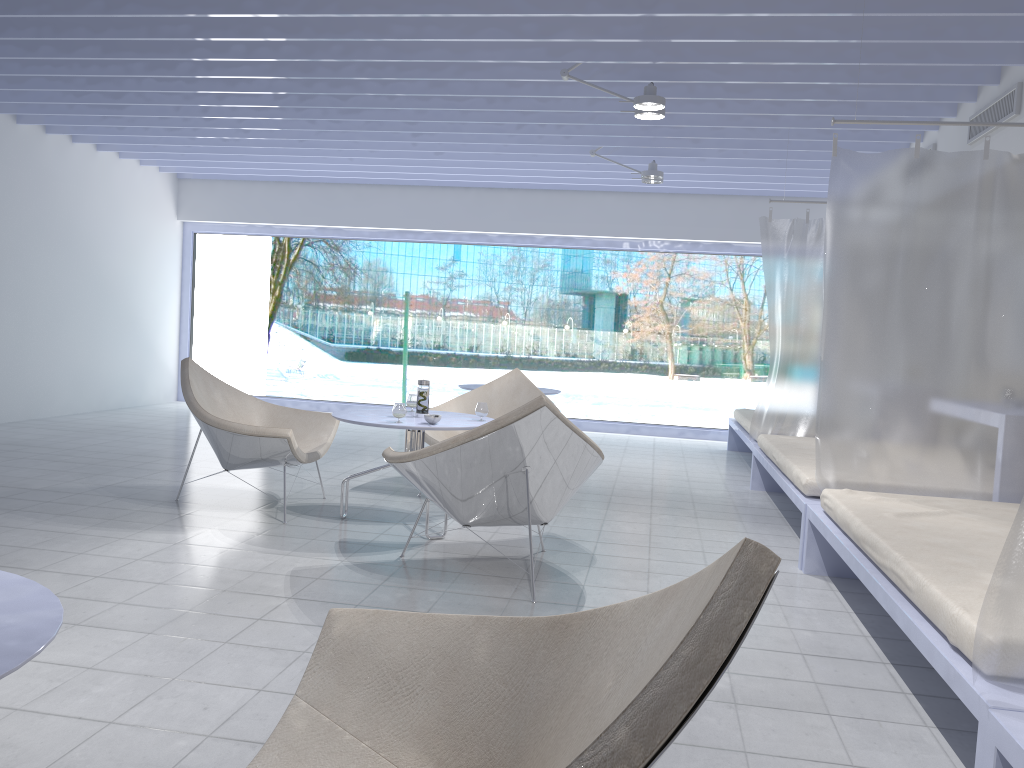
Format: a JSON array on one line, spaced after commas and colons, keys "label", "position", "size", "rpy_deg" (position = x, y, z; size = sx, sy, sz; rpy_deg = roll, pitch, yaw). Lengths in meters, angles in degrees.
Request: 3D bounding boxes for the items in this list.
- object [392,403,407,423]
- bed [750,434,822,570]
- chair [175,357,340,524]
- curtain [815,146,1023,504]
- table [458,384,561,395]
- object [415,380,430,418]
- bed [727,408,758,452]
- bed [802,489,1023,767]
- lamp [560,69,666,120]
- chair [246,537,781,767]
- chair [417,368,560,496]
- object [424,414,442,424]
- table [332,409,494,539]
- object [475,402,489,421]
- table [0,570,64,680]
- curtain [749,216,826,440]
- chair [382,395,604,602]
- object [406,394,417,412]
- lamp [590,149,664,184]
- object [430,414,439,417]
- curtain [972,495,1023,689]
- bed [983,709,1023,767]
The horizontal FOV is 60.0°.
[{"label": "object", "position": [-0.524, 0.134, 4.123], "size": [0.068, 0.091, 0.068], "rpy_deg": [6, 4, 38]}, {"label": "bed", "position": [2.460, 0.627, 4.857], "size": [2.016, 0.427, 2.200], "rpy_deg": [4, 3, 9]}, {"label": "chair", "position": [-1.382, 0.257, 4.623], "size": [0.753, 0.759, 0.906], "rpy_deg": [4, 3, 5]}, {"label": "curtain", "position": [2.318, -0.188, 3.714], "size": [1.998, 1.559, 0.125], "rpy_deg": [4, 3, 8]}, {"label": "table", "position": [-0.033, 0.301, 7.121], "size": [0.823, 0.534, 0.825], "rpy_deg": [1, 4, -34]}, {"label": "object", "position": [-0.445, 0.072, 4.437], "size": [0.075, 0.189, 0.075], "rpy_deg": [3, 3, 1]}, {"label": "bed", "position": [2.836, 0.524, 7.032], "size": [2.022, 0.422, 2.200], "rpy_deg": [4, 3, 9]}, {"label": "bed", "position": [2.115, 0.738, 2.680], "size": [2.022, 0.422, 2.200], "rpy_deg": [4, 3, 9]}, {"label": "lamp", "position": [0.559, -1.623, 4.916], "size": [0.587, 0.218, 0.380], "rpy_deg": [4, 3, 9]}, {"label": "chair", "position": [-0.064, 0.536, 1.136], "size": [0.753, 0.759, 0.906], "rpy_deg": [4, 3, 13]}, {"label": "chair", "position": [-0.100, 0.286, 5.367], "size": [0.906, 0.759, 0.753], "rpy_deg": [4, 4, 20]}, {"label": "object", "position": [-0.371, 0.166, 4.142], "size": [0.082, 0.043, 0.082], "rpy_deg": [2, 4, -23]}, {"label": "table", "position": [-0.495, 0.432, 4.439], "size": [0.825, 0.534, 0.823], "rpy_deg": [3, 3, 0]}, {"label": "object", "position": [-0.150, 0.138, 4.418], "size": [0.068, 0.091, 0.068], "rpy_deg": [3, 3, 2]}, {"label": "table", "position": [-1.044, 0.594, 1.137], "size": [0.825, 0.534, 0.823], "rpy_deg": [2, 3, -14]}, {"label": "curtain", "position": [2.642, -0.319, 5.906], "size": [2.050, 1.552, 0.151], "rpy_deg": [4, 3, 9]}, {"label": "chair", "position": [-0.026, 0.395, 3.582], "size": [0.906, 0.759, 0.753], "rpy_deg": [2, 4, -21]}, {"label": "object", "position": [-0.526, 0.101, 4.693], "size": [0.068, 0.091, 0.068], "rpy_deg": [5, 4, 32]}, {"label": "lamp", "position": [0.903, -1.725, 6.995], "size": [0.587, 0.218, 0.380], "rpy_deg": [4, 3, 9]}, {"label": "object", "position": [-0.361, 0.149, 4.110], "size": [0.012, 0.016, 0.098], "rpy_deg": [2, 4, -24]}, {"label": "curtain", "position": [1.921, -0.105, 1.553], "size": [2.050, 1.552, 0.151], "rpy_deg": [4, 3, 9]}, {"label": "bed", "position": [1.739, 0.841, 0.505], "size": [2.016, 0.427, 2.200], "rpy_deg": [4, 3, 9]}]
